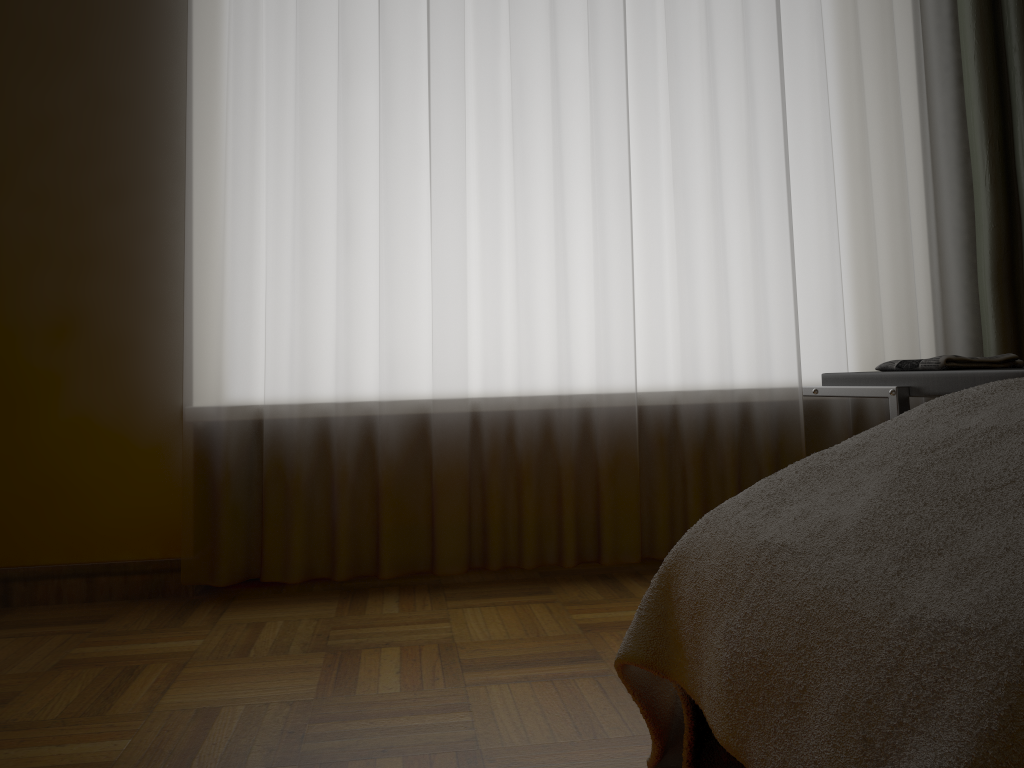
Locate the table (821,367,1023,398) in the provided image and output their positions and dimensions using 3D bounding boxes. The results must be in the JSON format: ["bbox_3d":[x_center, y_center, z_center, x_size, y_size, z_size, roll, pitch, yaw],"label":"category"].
[{"bbox_3d":[0.937,-0.007,1.611,0.499,0.045,0.515,-2,0,-16],"label":"table"}]

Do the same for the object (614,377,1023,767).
[{"bbox_3d":[0.598,0.256,0.837,0.908,0.523,0.914,-2,-1,-7],"label":"object"}]

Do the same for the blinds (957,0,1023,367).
[{"bbox_3d":[1.887,-0.790,2.053,1.527,2.468,0.224,-4,-5,37],"label":"blinds"}]

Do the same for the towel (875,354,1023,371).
[{"bbox_3d":[0.829,-0.036,1.676,0.178,0.035,0.240,-2,0,-4],"label":"towel"}]

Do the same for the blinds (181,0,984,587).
[{"bbox_3d":[0.241,-0.681,2.400,2.196,2.306,0.092,-1,-5,-8],"label":"blinds"}]
